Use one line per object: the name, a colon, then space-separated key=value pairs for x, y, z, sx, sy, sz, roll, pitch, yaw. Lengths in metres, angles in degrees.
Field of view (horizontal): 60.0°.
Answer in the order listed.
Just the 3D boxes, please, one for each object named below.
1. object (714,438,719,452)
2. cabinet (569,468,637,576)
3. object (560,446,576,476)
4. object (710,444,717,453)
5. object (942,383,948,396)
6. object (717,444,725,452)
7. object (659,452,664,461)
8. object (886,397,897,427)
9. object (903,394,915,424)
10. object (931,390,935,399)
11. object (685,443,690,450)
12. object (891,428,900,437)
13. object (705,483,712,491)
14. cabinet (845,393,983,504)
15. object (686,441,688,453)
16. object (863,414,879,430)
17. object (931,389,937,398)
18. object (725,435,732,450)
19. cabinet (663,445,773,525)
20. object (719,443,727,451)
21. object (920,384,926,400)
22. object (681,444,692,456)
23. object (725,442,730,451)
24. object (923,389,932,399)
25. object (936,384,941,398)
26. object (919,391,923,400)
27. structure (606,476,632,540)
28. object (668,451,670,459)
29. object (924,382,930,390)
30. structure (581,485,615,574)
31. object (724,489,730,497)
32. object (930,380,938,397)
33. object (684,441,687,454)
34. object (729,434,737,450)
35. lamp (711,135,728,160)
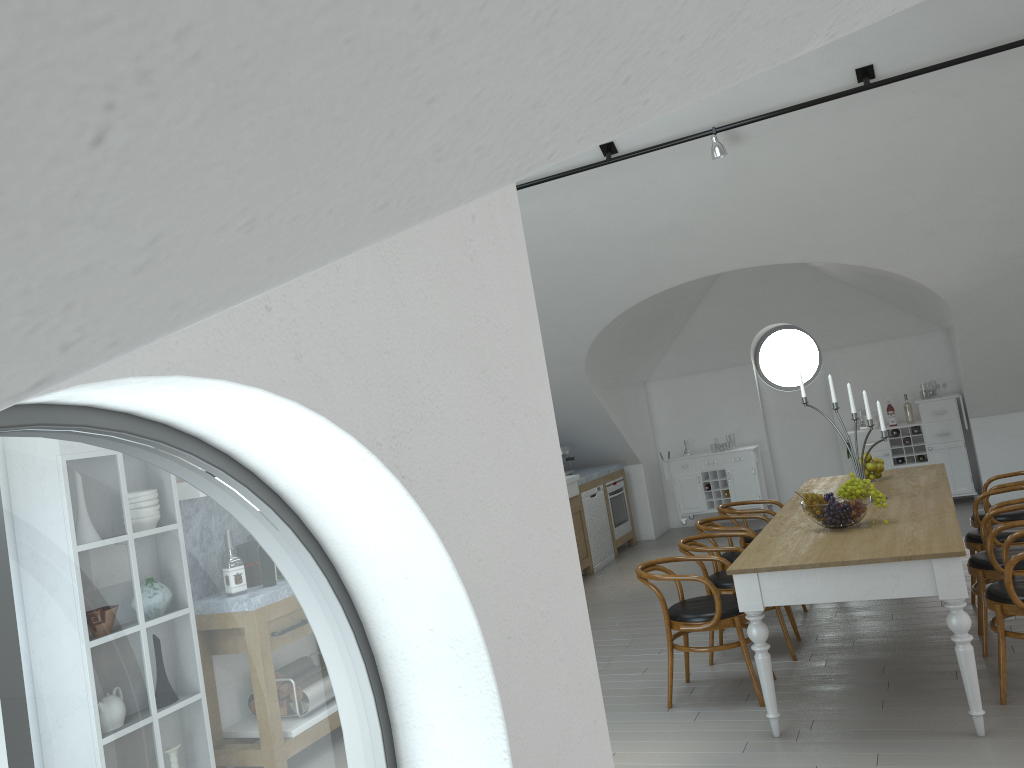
object: x=2.430 y=0.724 z=10.508 sx=0.048 sy=0.170 sz=0.048 roll=-10 pitch=-4 yaw=12
cabinet: x=-0.341 y=1.668 z=7.700 sx=1.001 sy=1.024 sz=6.430 roll=-11 pitch=-3 yaw=24
object: x=0.549 y=0.884 z=10.022 sx=0.386 sy=0.321 sz=0.324 roll=-11 pitch=-4 yaw=24
object: x=2.379 y=0.762 z=10.446 sx=0.081 sy=0.105 sz=0.082 roll=-12 pitch=-4 yaw=38
object: x=4.720 y=0.062 z=9.657 sx=0.046 sy=0.143 sz=0.046 roll=-12 pitch=-5 yaw=36
object: x=2.466 y=0.757 z=10.446 sx=0.077 sy=0.085 sz=0.077 roll=-10 pitch=-3 yaw=12
object: x=1.840 y=0.952 z=10.683 sx=0.088 sy=0.269 sz=0.029 roll=-9 pitch=-4 yaw=-2
object: x=4.223 y=0.307 z=9.884 sx=0.081 sy=0.330 sz=0.081 roll=-11 pitch=-4 yaw=20
object: x=4.382 y=0.276 z=9.804 sx=0.085 sy=0.331 sz=0.085 roll=-8 pitch=-4 yaw=-17
object: x=4.583 y=0.118 z=9.690 sx=0.077 sy=0.085 sz=0.077 roll=-12 pitch=-4 yaw=32
object: x=2.130 y=0.787 z=10.827 sx=0.097 sy=0.137 sz=0.029 roll=-11 pitch=-5 yaw=28
object: x=4.256 y=0.536 z=9.833 sx=0.092 sy=0.094 sz=0.359 roll=-11 pitch=-3 yaw=25
object: x=2.331 y=1.214 z=10.464 sx=0.081 sy=0.085 sz=0.317 roll=-11 pitch=-3 yaw=25
cabinet: x=4.407 y=0.780 z=9.826 sx=1.240 sy=1.156 sz=0.610 roll=-11 pitch=-4 yaw=24
object: x=2.138 y=0.771 z=10.803 sx=0.038 sy=0.164 sz=0.024 roll=-13 pitch=-5 yaw=37
object: x=4.032 y=0.427 z=9.943 sx=0.158 sy=0.160 sz=0.153 roll=-7 pitch=-4 yaw=-37
object: x=4.639 y=0.105 z=9.749 sx=0.071 sy=0.099 sz=0.071 roll=-12 pitch=-4 yaw=33
object: x=2.573 y=0.695 z=10.511 sx=0.054 sy=0.179 sz=0.054 roll=-10 pitch=-4 yaw=2
cabinet: x=2.436 y=1.207 z=10.520 sx=1.132 sy=0.791 sz=0.497 roll=-11 pitch=-4 yaw=24
object: x=2.507 y=0.750 z=10.529 sx=0.094 sy=0.094 sz=0.093 roll=-10 pitch=-3 yaw=12
object: x=4.514 y=0.088 z=9.713 sx=0.048 sy=0.170 sz=0.048 roll=-7 pitch=-5 yaw=-33
object: x=2.128 y=0.807 z=10.819 sx=0.101 sy=0.138 sz=0.067 roll=-11 pitch=-4 yaw=24
object: x=2.547 y=0.737 z=10.447 sx=0.071 sy=0.099 sz=0.071 roll=-6 pitch=-5 yaw=-42
object: x=4.520 y=0.116 z=9.629 sx=0.082 sy=0.105 sz=0.081 roll=-8 pitch=-4 yaw=-27
object: x=4.649 y=0.074 z=9.655 sx=0.046 sy=0.143 sz=0.046 roll=-12 pitch=-5 yaw=36
object: x=4.554 y=0.123 z=9.778 sx=0.095 sy=0.094 sz=0.093 roll=-7 pitch=-4 yaw=-33
structure: x=0.959 y=1.450 z=10.196 sx=0.629 sy=0.638 sz=0.632 roll=-11 pitch=-4 yaw=24
object: x=1.889 y=0.943 z=10.661 sx=0.029 sy=0.269 sz=0.088 roll=-6 pitch=-5 yaw=-39
object: x=4.614 y=0.071 z=9.819 sx=0.054 sy=0.179 sz=0.054 roll=-11 pitch=-4 yaw=19
structure: x=0.656 y=1.566 z=9.503 sx=0.597 sy=0.824 sz=0.724 roll=-11 pitch=-4 yaw=24
object: x=2.542 y=1.280 z=10.409 sx=0.081 sy=0.083 sz=0.317 roll=-11 pitch=-3 yaw=24
object: x=4.676 y=0.057 z=9.811 sx=0.063 sy=0.187 sz=0.063 roll=-10 pitch=-4 yaw=11
object: x=2.116 y=0.774 z=10.830 sx=0.039 sy=0.175 sz=0.054 roll=-11 pitch=-4 yaw=24
object: x=2.610 y=0.682 z=10.461 sx=0.063 sy=0.187 sz=0.063 roll=-10 pitch=-4 yaw=10
lamp: x=1.499 y=-1.729 z=6.452 sx=0.113 sy=0.175 sz=0.114 roll=-9 pitch=-4 yaw=-13
